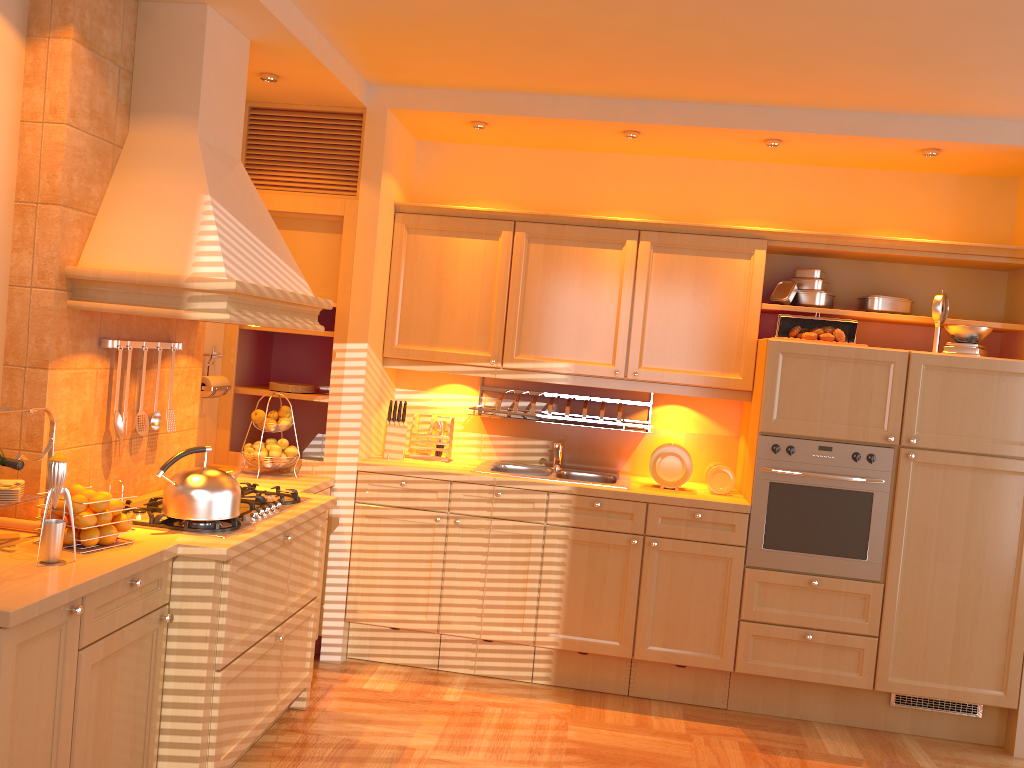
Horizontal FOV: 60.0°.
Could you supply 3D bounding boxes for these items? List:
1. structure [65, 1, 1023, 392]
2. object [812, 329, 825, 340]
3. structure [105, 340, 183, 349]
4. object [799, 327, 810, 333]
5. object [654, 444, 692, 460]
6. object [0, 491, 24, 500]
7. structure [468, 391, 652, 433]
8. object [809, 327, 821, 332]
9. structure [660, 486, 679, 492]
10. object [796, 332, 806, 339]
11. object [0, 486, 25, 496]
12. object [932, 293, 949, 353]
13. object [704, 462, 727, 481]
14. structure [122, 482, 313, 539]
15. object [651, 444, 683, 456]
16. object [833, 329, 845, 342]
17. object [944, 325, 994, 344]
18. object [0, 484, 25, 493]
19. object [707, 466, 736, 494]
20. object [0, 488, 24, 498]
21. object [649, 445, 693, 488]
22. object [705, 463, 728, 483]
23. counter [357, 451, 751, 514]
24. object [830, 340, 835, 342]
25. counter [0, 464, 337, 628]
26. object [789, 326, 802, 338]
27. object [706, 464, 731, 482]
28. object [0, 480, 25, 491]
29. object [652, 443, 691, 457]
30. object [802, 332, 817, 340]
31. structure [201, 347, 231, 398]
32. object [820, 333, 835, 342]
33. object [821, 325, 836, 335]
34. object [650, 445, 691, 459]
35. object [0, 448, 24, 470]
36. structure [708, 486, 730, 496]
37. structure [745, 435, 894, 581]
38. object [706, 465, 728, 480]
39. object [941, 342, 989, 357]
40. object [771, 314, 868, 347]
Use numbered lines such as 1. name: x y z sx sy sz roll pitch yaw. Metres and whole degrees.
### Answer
1. structure: 0.486 -0.580 3.668 4.091 1.148 1.061 4 2 -19
2. object: 1.395 -0.225 4.047 0.065 0.056 0.056 5 2 -9
3. structure: -1.313 -0.140 3.190 0.009 0.024 0.506 5 2 7
4. object: 1.359 -0.234 4.124 0.069 0.061 0.037 5 2 -10
5. object: 0.762 0.390 4.255 0.205 0.200 0.049 6 2 9
6. object: -1.459 0.310 2.469 0.172 0.011 0.163 4 2 -24
7. structure: 0.252 0.130 4.467 0.900 0.126 0.300 5 2 7
8. object: 1.405 -0.229 4.097 0.066 0.063 0.061 6 2 14
9. structure: 0.755 0.492 4.254 0.084 0.010 0.219 6 2 10
10. object: 1.339 -0.220 4.075 0.068 0.035 0.067 3 3 -42
11. object: -1.458 0.297 2.468 0.172 0.011 0.163 4 2 -24
12. object: 1.934 -0.275 4.013 0.039 0.271 0.134 7 3 41
13. object: 1.008 0.448 4.335 0.133 0.129 0.037 6 2 9
14. structure: -1.087 0.425 3.179 0.494 0.051 0.797 5 2 7
15. object: 0.767 0.390 4.283 0.205 0.200 0.049 6 2 9
16. object: 1.478 -0.216 4.004 0.066 0.064 0.045 4 2 -32
17. object: 2.020 -0.213 3.934 0.199 0.075 0.199 4 2 -24
18. object: -1.457 0.290 2.468 0.172 0.011 0.163 4 2 -24
19. object: 0.984 0.452 4.171 0.133 0.129 0.037 5 2 7
20. object: -1.459 0.303 2.469 0.172 0.011 0.163 4 2 -24
21. object: 0.752 0.392 4.200 0.205 0.200 0.049 6 2 9
22. object: 1.000 0.449 4.280 0.133 0.129 0.037 5 2 7
23. counter: 0.203 0.463 4.330 1.800 0.038 0.600 5 2 7
24. object: 1.459 -0.209 4.040 0.065 0.036 0.062 6 2 10
25. counter: -1.180 0.462 3.066 0.770 0.038 2.250 5 2 7
26. object: 1.305 -0.238 4.089 0.055 0.064 0.069 6 2 11
27. object: 0.996 0.450 4.253 0.133 0.129 0.037 5 2 7
28. object: -1.457 0.283 2.468 0.172 0.011 0.163 4 2 -24
29. object: 0.772 0.389 4.310 0.205 0.200 0.049 6 2 9
30. object: 1.345 -0.216 4.010 0.066 0.034 0.069 6 2 25
31. structure: -1.348 -0.052 3.959 0.126 0.220 0.320 5 2 7
32. object: 1.420 -0.211 3.995 0.065 0.036 0.062 6 2 20
33. object: 1.449 -0.246 4.058 0.061 0.047 0.063 4 2 -35
34. object: 0.757 0.391 4.228 0.205 0.200 0.049 6 2 9
35. object: -1.458 0.185 2.408 0.282 0.095 0.076 5 2 7
36. structure: 0.990 0.513 4.256 0.084 0.010 0.219 5 2 8
37. structure: 1.346 0.544 3.878 0.576 0.583 0.066 5 2 7
38. object: 0.988 0.451 4.198 0.133 0.129 0.037 5 2 7
39. object: 2.014 -0.149 3.937 0.156 0.053 0.179 7 3 41
40. object: 1.397 -0.246 4.075 0.400 0.123 0.280 5 2 7
